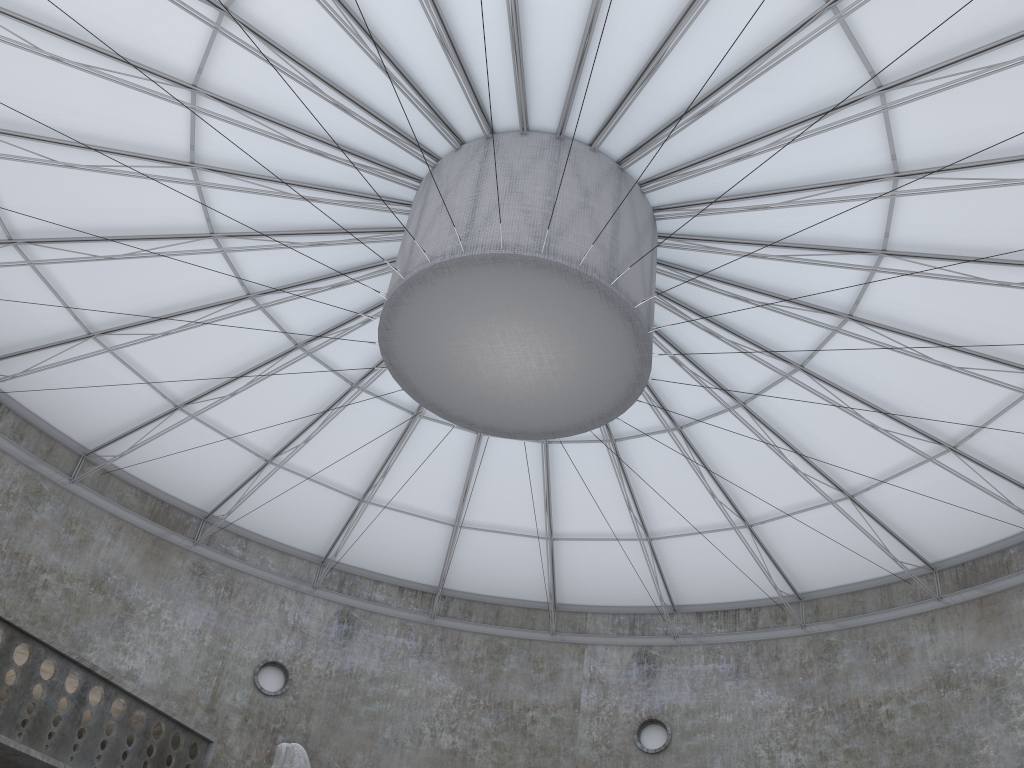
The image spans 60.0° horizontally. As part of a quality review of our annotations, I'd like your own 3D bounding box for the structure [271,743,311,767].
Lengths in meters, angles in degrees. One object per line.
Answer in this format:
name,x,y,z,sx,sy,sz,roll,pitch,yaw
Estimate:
structure,0.621,8.902,13.715,10.803,5.547,15.966,20,-39,-15
